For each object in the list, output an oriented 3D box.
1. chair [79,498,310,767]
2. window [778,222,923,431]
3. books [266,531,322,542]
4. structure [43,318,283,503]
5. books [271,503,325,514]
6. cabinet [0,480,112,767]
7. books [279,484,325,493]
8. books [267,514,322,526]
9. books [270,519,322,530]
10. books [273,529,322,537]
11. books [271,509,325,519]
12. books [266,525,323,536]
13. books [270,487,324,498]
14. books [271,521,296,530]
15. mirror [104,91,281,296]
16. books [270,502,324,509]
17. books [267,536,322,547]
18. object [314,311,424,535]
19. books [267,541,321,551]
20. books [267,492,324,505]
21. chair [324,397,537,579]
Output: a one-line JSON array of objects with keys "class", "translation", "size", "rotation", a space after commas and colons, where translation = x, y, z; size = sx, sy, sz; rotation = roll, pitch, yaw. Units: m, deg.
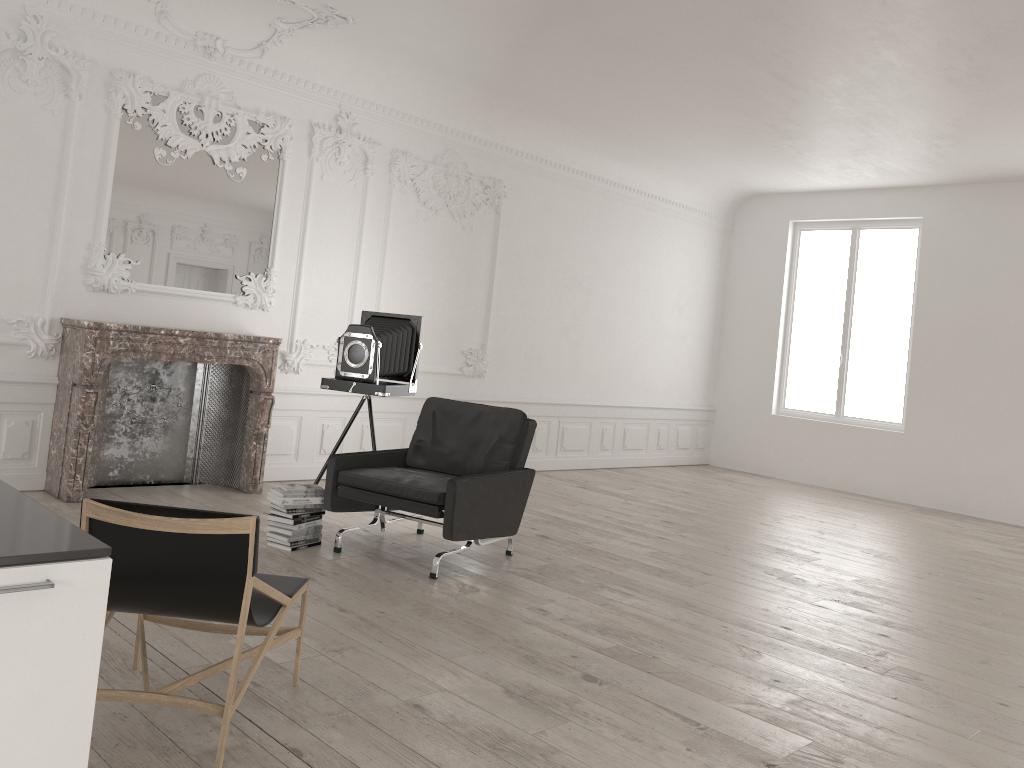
[{"class": "chair", "translation": [-1.092, 0.751, 3.012], "size": [0.630, 0.772, 0.780], "rotation": [6, 0, 0]}, {"class": "window", "translation": [4.320, -0.798, 11.371], "size": [1.731, 2.586, 0.070], "rotation": [5, -2, 45]}, {"class": "books", "translation": [-1.359, 0.939, 5.522], "size": [0.199, 0.025, 0.279], "rotation": [8, 3, 35]}, {"class": "structure", "translation": [-2.641, 0.195, 6.745], "size": [0.661, 1.250, 1.537], "rotation": [5, 0, 45]}, {"class": "books", "translation": [-1.338, 0.770, 5.529], "size": [0.273, 0.025, 0.199], "rotation": [4, 3, -44]}, {"class": "cabinet", "translation": [-2.637, 0.581, 1.825], "size": [2.451, 0.883, 2.717], "rotation": [4, 3, -45]}, {"class": "books", "translation": [-1.317, 0.655, 5.545], "size": [0.242, 0.022, 0.173], "rotation": [5, 3, -31]}, {"class": "books", "translation": [-1.353, 0.828, 5.517], "size": [0.199, 0.035, 0.299], "rotation": [7, 3, 22]}, {"class": "books", "translation": [-1.349, 0.864, 5.538], "size": [0.199, 0.035, 0.258], "rotation": [7, 3, 24]}, {"class": "books", "translation": [-1.342, 0.917, 5.538], "size": [0.173, 0.022, 0.242], "rotation": [7, 3, 33]}, {"class": "books", "translation": [-1.337, 0.798, 5.522], "size": [0.199, 0.025, 0.276], "rotation": [7, 3, 33]}, {"class": "books", "translation": [-1.356, 0.895, 5.522], "size": [0.206, 0.026, 0.289], "rotation": [7, 3, 27]}, {"class": "books", "translation": [-1.336, 0.678, 5.528], "size": [0.288, 0.026, 0.206], "rotation": [4, 3, -37]}, {"class": "books", "translation": [-1.349, 0.864, 5.538], "size": [0.194, 0.030, 0.251], "rotation": [7, 3, 24]}, {"class": "mirror", "translation": [-2.498, -1.465, 7.028], "size": [0.009, 1.575, 1.428], "rotation": [4, -2, 45]}, {"class": "books", "translation": [-1.339, 0.745, 5.529], "size": [0.279, 0.025, 0.199], "rotation": [4, 3, -39]}, {"class": "books", "translation": [-1.358, 0.965, 5.521], "size": [0.199, 0.025, 0.273], "rotation": [7, 3, 31]}, {"class": "object", "translation": [-1.024, 0.232, 6.427], "size": [0.713, 1.526, 0.652], "rotation": [5, -1, 20]}, {"class": "books", "translation": [-1.357, 0.993, 5.514], "size": [0.199, 0.025, 0.276], "rotation": [7, 3, 28]}, {"class": "books", "translation": [-1.343, 0.711, 5.516], "size": [0.309, 0.041, 0.199], "rotation": [4, 3, -39]}, {"class": "chair", "translation": [-0.479, 0.601, 5.688], "size": [0.977, 0.965, 1.083], "rotation": [6, 0, 30]}]
